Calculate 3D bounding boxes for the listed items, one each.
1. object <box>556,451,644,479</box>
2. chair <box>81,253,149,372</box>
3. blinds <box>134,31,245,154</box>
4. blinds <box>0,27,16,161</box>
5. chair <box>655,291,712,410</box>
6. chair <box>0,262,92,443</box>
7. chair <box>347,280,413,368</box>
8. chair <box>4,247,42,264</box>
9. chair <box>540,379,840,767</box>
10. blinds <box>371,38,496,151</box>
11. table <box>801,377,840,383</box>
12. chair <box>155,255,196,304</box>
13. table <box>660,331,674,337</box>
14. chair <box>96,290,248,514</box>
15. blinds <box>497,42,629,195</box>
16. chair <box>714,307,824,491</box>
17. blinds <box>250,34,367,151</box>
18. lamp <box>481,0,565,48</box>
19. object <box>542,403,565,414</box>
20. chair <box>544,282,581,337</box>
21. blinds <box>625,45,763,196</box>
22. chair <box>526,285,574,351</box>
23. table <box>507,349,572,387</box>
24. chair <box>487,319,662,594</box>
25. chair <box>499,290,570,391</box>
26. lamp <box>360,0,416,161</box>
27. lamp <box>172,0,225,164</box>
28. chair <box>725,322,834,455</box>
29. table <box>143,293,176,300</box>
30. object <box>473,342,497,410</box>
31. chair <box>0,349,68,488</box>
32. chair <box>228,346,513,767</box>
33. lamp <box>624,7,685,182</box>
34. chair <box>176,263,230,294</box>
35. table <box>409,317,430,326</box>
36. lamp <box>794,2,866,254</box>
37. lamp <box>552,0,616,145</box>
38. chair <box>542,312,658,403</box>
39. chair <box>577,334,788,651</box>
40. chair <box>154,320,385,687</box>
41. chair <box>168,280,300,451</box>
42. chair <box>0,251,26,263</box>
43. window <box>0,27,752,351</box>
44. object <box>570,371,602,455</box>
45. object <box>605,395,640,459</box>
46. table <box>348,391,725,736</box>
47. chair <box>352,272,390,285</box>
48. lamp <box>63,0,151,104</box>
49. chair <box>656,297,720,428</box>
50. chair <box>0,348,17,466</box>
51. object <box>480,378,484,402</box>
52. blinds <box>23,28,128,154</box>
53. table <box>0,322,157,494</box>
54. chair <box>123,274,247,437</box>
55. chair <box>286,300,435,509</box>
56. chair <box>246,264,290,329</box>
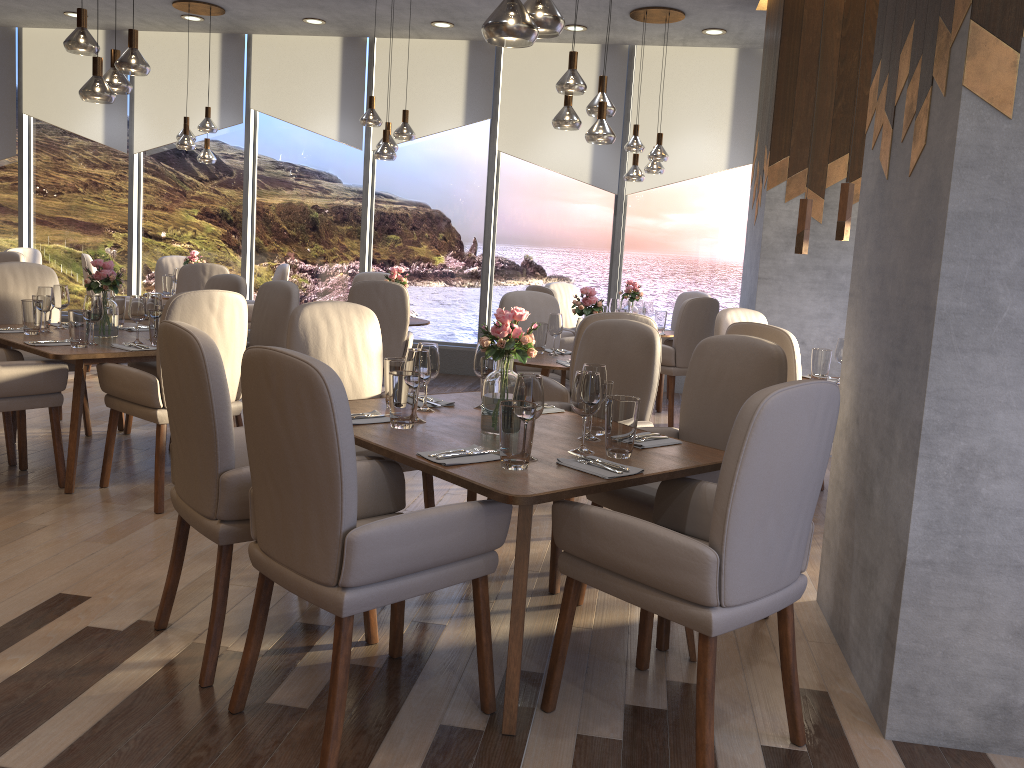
[{"bbox_3d":[0.232,0.223,2.503,0.157,0.019,0.256,-4,11,-41],"label":"object"},{"bbox_3d":[-3.470,-0.634,7.820,0.599,0.996,0.530,0,8,-26],"label":"chair"},{"bbox_3d":[-3.199,-3.617,8.806,1.174,2.670,0.007,5,7,8],"label":"blinds"},{"bbox_3d":[-5.689,-3.395,9.215,1.174,2.670,0.007,5,7,8],"label":"blinds"},{"bbox_3d":[1.380,-0.316,7.736,0.600,0.996,0.530,-1,9,-34],"label":"chair"},{"bbox_3d":[-2.842,-0.212,5.283,0.601,0.996,0.529,11,10,44],"label":"chair"},{"bbox_3d":[-0.973,-0.253,6.334,0.528,0.996,0.602,2,7,-10],"label":"chair"},{"bbox_3d":[-4.835,-0.812,8.432,0.600,0.996,0.529,7,8,22],"label":"chair"},{"bbox_3d":[0.474,0.441,2.335,0.529,0.996,0.601,-3,10,-43],"label":"chair"},{"bbox_3d":[-0.714,-3.550,8.429,1.174,2.670,0.007,5,7,8],"label":"blinds"},{"bbox_3d":[1.827,0.351,4.617,0.835,0.659,0.836,8,9,28],"label":"table"},{"bbox_3d":[-3.189,-0.726,8.547,0.528,0.996,0.602,0,8,-29],"label":"chair"},{"bbox_3d":[0.963,-0.125,7.414,0.833,0.659,0.837,3,8,-5],"label":"table"},{"bbox_3d":[-1.589,0.030,4.200,0.601,0.996,0.529,9,9,39],"label":"chair"},{"bbox_3d":[0.499,-3.152,8.284,1.174,2.670,0.007,5,7,8],"label":"blinds"},{"bbox_3d":[1.477,0.079,5.158,0.528,0.996,0.602,-1,8,-32],"label":"chair"},{"bbox_3d":[-1.960,-3.655,8.610,1.174,2.670,0.007,5,7,8],"label":"blinds"},{"bbox_3d":[0.080,-1.687,2.683,0.439,1.321,0.441,3,7,-7],"label":"lamp"},{"bbox_3d":[0.059,0.089,3.315,0.255,0.019,0.158,-3,11,-39],"label":"object"},{"bbox_3d":[0.568,-0.387,7.866,0.528,0.996,0.602,-2,9,-38],"label":"chair"},{"bbox_3d":[1.730,-3.048,8.105,1.174,2.670,0.007,5,7,8],"label":"blinds"},{"bbox_3d":[0.405,-0.282,7.106,0.600,0.996,0.530,-1,9,-35],"label":"chair"},{"bbox_3d":[0.270,0.178,5.115,0.833,0.659,0.837,1,8,-17],"label":"table"},{"bbox_3d":[0.252,0.239,3.587,0.600,0.996,0.530,-3,10,-43],"label":"chair"},{"bbox_3d":[0.153,-0.077,5.640,0.528,0.996,0.602,2,8,-15],"label":"chair"},{"bbox_3d":[-0.918,-2.352,6.679,0.439,1.321,0.441,5,7,11],"label":"lamp"},{"bbox_3d":[-2.785,-2.646,7.847,0.439,1.321,0.441,4,7,1],"label":"lamp"},{"bbox_3d":[1.321,0.202,4.276,0.600,0.996,0.530,-1,9,-35],"label":"chair"},{"bbox_3d":[-2.922,-0.472,8.093,0.834,0.659,0.837,5,8,7],"label":"table"},{"bbox_3d":[-0.099,-0.030,3.287,0.092,0.243,0.092,5,7,8],"label":"object"},{"bbox_3d":[-2.447,-0.005,4.077,0.529,0.996,0.600,9,9,37],"label":"chair"},{"bbox_3d":[-0.378,0.391,2.313,0.530,0.996,0.600,11,10,44],"label":"chair"},{"bbox_3d":[1.121,-2.297,7.160,0.439,1.321,0.441,0,8,-24],"label":"lamp"},{"bbox_3d":[-2.659,-0.539,7.525,0.528,0.996,0.602,0,8,-28],"label":"chair"},{"bbox_3d":[-1.075,-0.178,6.917,0.834,0.659,0.837,-1,9,-32],"label":"table"},{"bbox_3d":[1.937,-1.524,4.394,0.118,1.924,1.165,-1,9,-36],"label":"lamp"},{"bbox_3d":[0.434,-1.994,4.867,0.440,1.321,0.441,6,7,15],"label":"lamp"},{"bbox_3d":[0.421,0.109,4.520,0.528,0.996,0.602,2,7,-15],"label":"chair"},{"bbox_3d":[0.615,0.326,3.159,0.600,0.996,0.530,-2,9,-38],"label":"chair"},{"bbox_3d":[-0.760,0.304,2.730,0.600,0.996,0.530,-2,9,-38],"label":"chair"},{"bbox_3d":[-1.561,-0.096,5.047,0.530,0.996,0.600,11,10,44],"label":"chair"},{"bbox_3d":[-4.167,-0.542,6.917,0.529,0.996,0.601,7,8,27],"label":"chair"},{"bbox_3d":[0.339,-1.431,5.676,8.064,3.187,16.180,-3,10,-36],"label":"window"},{"bbox_3d":[0.219,0.086,2.654,0.092,0.243,0.092,7,8,28],"label":"object"},{"bbox_3d":[0.324,0.128,2.636,0.102,0.178,0.102,11,10,44],"label":"object"},{"bbox_3d":[-0.069,0.480,2.962,0.965,0.663,1.311,-3,11,-40],"label":"table"},{"bbox_3d":[-1.154,-0.436,7.472,0.528,0.996,0.602,2,7,-11],"label":"chair"},{"bbox_3d":[-2.061,-2.099,4.523,0.439,1.321,0.441,5,7,13],"label":"lamp"},{"bbox_3d":[1.252,-0.204,6.940,0.528,0.996,0.602,-2,9,-37],"label":"chair"},{"bbox_3d":[-2.879,-0.087,4.442,0.530,0.996,0.600,11,10,44],"label":"chair"},{"bbox_3d":[-0.075,-0.012,3.396,0.102,0.178,0.102,-1,9,-33],"label":"object"},{"bbox_3d":[-4.430,-3.721,8.985,1.174,2.670,0.007,5,7,8],"label":"blinds"},{"bbox_3d":[-2.217,0.073,4.765,1.311,0.663,0.966,11,11,41],"label":"table"},{"bbox_3d":[-1.975,-0.179,5.425,0.529,0.996,0.600,9,9,39],"label":"chair"},{"bbox_3d":[-0.617,0.188,3.561,0.528,0.996,0.602,-2,9,-38],"label":"chair"},{"bbox_3d":[-2.409,-0.638,8.292,0.599,0.996,0.530,0,8,-25],"label":"chair"}]
